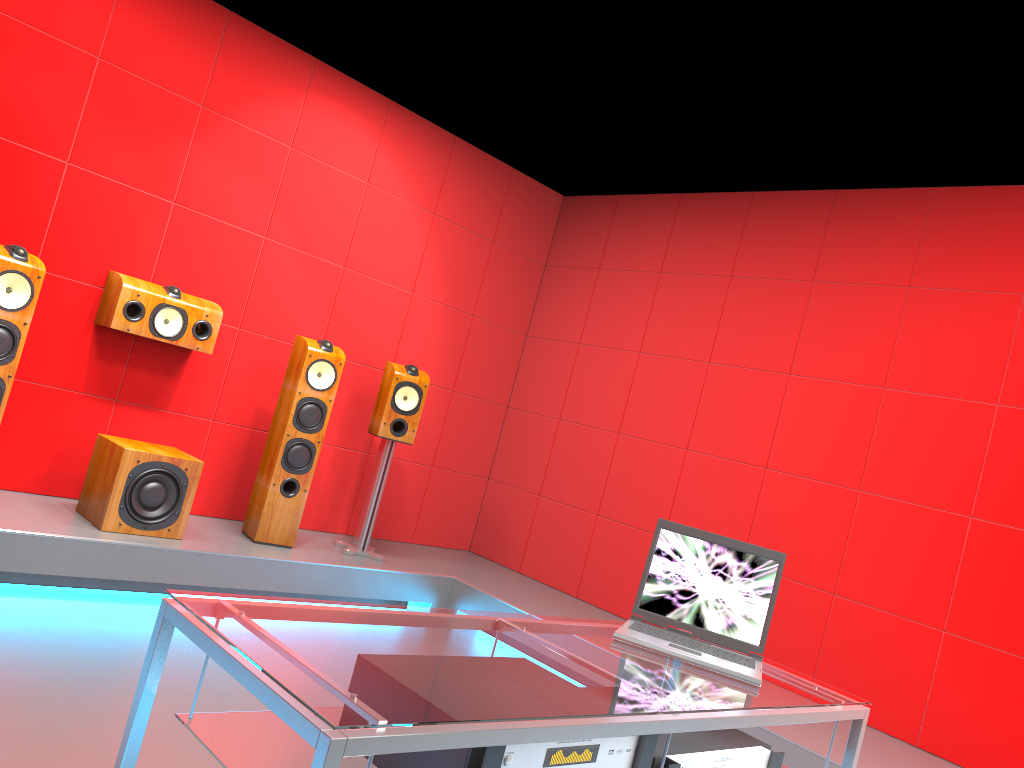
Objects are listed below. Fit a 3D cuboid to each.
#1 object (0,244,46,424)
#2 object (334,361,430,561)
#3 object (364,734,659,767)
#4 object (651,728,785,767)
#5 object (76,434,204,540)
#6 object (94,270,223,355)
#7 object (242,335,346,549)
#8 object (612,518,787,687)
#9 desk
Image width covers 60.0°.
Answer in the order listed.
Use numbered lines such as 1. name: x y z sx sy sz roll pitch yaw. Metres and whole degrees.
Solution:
1. object: -2.108 -0.044 3.477 0.238 1.052 0.203 13 -4 37
2. object: -0.696 0.405 4.842 0.231 1.058 0.265 16 -3 -23
3. object: -0.023 0.636 1.591 0.431 0.158 0.371 18 -4 -43
4. object: 0.312 0.777 1.925 0.435 0.092 0.365 18 -4 -43
5. object: -1.664 0.460 3.971 0.360 0.360 0.360 18 -4 -43
6. object: -1.676 -0.343 4.250 0.493 0.271 0.235 18 -4 -43
7. object: -1.097 0.281 4.486 0.203 1.052 0.238 17 -4 -33
8. object: 0.468 0.514 2.159 0.342 0.285 0.340 14 -3 17
9. desk: 0.035 0.883 1.778 1.617 0.690 0.594 18 -4 -43
